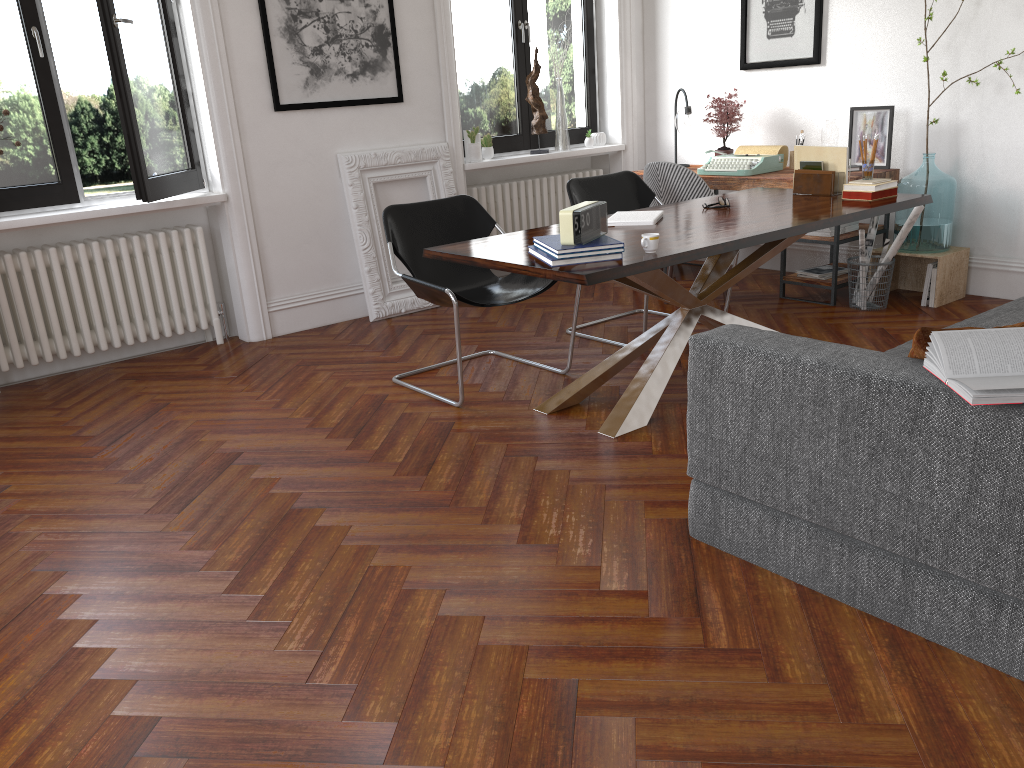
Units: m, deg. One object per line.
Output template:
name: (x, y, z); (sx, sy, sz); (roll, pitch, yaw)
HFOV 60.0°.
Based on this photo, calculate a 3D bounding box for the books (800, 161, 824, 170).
books: (1.533, -1.058, 4.527); (0.040, 0.158, 0.128); (-18, 23, -35)

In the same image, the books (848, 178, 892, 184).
books: (1.720, -0.975, 4.258); (0.159, 0.008, 0.128); (-16, 22, -33)

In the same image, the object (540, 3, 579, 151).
object: (0.405, -2.291, 6.633); (0.295, 1.061, 0.288); (-16, 22, -32)

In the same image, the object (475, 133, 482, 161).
object: (-0.245, -1.692, 6.334); (0.051, 0.189, 0.050); (-5, 19, -2)

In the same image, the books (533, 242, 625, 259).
books: (0.241, -0.511, 3.295); (0.250, 0.017, 0.342); (-8, 18, -11)

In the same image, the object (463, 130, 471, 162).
object: (-0.312, -1.692, 6.310); (0.051, 0.214, 0.050); (-5, 19, -2)

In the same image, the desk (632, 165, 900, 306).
desk: (1.592, -1.060, 6.041); (0.645, 0.763, 1.792); (-18, 22, -35)

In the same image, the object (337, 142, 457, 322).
object: (-0.675, -1.020, 5.895); (0.827, 1.069, 0.233); (-17, 23, -34)

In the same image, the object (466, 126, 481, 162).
object: (-0.272, -1.686, 6.232); (0.098, 0.246, 0.102); (7, 22, 29)

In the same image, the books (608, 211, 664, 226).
books: (0.566, -0.760, 4.072); (0.231, 0.026, 0.323); (2, 19, 17)

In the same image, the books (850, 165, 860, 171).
books: (2.038, -1.339, 5.513); (0.213, 0.031, 0.128); (-4, 18, 1)

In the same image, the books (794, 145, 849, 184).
books: (1.576, -1.097, 4.525); (0.043, 0.241, 0.309); (-18, 23, -35)

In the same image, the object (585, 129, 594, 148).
object: (0.601, -1.916, 6.922); (0.072, 0.135, 0.071); (-8, 19, -11)

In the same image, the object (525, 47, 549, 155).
object: (0.181, -2.086, 6.545); (0.165, 0.758, 0.142); (-2, 19, 5)

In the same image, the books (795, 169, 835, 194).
books: (1.524, -1.017, 4.477); (0.028, 0.125, 0.220); (-18, 23, -35)

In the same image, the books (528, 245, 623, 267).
books: (0.229, -0.491, 3.307); (0.264, 0.027, 0.345); (-8, 18, -11)

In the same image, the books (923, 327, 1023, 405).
books: (1.083, -0.049, 1.968); (0.225, 0.096, 0.277); (-3, 18, 5)

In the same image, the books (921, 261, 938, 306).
books: (2.482, -0.593, 5.205); (0.187, 0.259, 0.054); (-17, 23, -34)

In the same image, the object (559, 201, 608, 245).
object: (0.267, -0.593, 3.258); (0.082, 0.126, 0.274); (5, 20, 26)

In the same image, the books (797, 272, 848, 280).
books: (1.949, -0.694, 5.560); (0.267, 0.014, 0.195); (-18, 22, -36)

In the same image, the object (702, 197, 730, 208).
object: (0.993, -0.881, 4.299); (0.133, 0.048, 0.114); (1, 19, 16)

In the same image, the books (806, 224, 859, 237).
books: (1.939, -0.949, 5.428); (0.308, 0.038, 0.225); (-18, 22, -35)

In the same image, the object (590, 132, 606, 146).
object: (0.686, -1.957, 7.088); (0.132, 0.098, 0.134); (4, 20, 22)

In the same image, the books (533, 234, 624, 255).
books: (0.240, -0.527, 3.289); (0.250, 0.017, 0.342); (-8, 18, -11)

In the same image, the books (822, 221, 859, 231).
books: (1.938, -0.987, 5.428); (0.308, 0.038, 0.225); (-17, 22, -34)

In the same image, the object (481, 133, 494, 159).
object: (-0.177, -1.730, 6.440); (0.097, 0.187, 0.098); (-9, 19, -13)

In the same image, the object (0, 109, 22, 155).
object: (-2.743, -1.140, 4.536); (0.317, 0.603, 0.538); (4, 20, 23)

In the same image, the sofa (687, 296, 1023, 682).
sofa: (1.933, -0.073, 2.932); (2.636, 0.834, 1.257); (-17, 22, -34)

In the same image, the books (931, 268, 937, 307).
books: (2.504, -0.571, 5.172); (0.169, 0.233, 0.012); (-17, 23, -34)

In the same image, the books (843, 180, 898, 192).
books: (1.719, -0.951, 4.249); (0.207, 0.029, 0.163); (-18, 23, -36)

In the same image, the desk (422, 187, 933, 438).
desk: (0.834, -0.376, 4.081); (2.219, 0.756, 1.026); (-17, 22, -34)

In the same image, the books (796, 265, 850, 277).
books: (1.948, -0.708, 5.555); (0.267, 0.014, 0.195); (-12, 20, -24)

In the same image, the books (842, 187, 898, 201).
books: (1.717, -0.916, 4.252); (0.215, 0.040, 0.159); (-16, 22, -33)

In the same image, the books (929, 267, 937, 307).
books: (2.496, -0.574, 5.182); (0.169, 0.233, 0.012); (-17, 23, -34)
